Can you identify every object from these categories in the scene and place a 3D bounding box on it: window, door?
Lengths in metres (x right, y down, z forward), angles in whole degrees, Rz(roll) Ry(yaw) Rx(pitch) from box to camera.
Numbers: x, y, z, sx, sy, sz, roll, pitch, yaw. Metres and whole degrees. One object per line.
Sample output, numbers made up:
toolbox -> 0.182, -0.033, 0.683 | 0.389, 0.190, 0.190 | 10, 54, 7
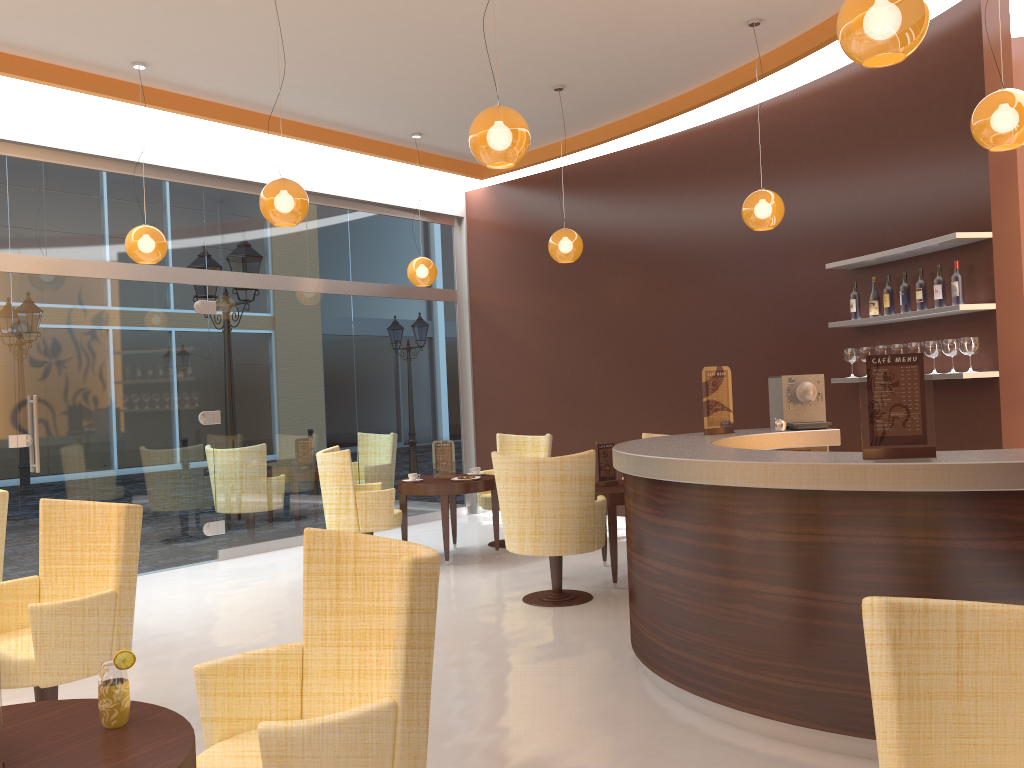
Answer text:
window -> -3.283, -0.127, 7.432 | 0.040, 3.380, 8.200 | -3, -1, 42
door -> -3.261, 0.372, 7.427 | 0.020, 2.499, 1.640 | -3, -1, 42

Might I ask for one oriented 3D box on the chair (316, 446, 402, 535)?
chair -> -1.255, 1.027, 7.359 | 0.685, 1.017, 0.729 | -2, -1, -16

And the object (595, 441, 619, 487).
object -> 0.711, 0.596, 6.647 | 0.209, 0.335, 0.042 | -2, -1, -34

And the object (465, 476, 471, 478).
object -> -0.374, 0.801, 7.635 | 0.054, 0.018, 0.051 | -3, -1, 40

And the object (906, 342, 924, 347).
object -> 2.768, -0.172, 6.072 | 0.125, 0.221, 0.125 | -2, -1, -24

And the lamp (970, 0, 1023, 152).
lamp -> 2.386, -1.905, 4.349 | 0.299, 1.500, 0.299 | -2, -1, -30

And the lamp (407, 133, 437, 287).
lamp -> -0.913, -1.718, 8.760 | 0.299, 1.500, 0.299 | -3, -1, 9

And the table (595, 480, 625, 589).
table -> 0.719, 1.104, 6.651 | 0.872, 0.679, 0.874 | -2, -1, -2

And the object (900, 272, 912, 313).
object -> 2.731, -0.629, 6.153 | 0.073, 0.297, 0.073 | -2, -1, -39

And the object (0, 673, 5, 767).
object -> -0.401, 0.590, 1.191 | 2.090, 0.335, 0.187 | -3, -1, 38

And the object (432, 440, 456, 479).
object -> -0.599, 0.665, 7.798 | 0.209, 0.335, 0.042 | -3, -1, 17

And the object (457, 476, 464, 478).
object -> -0.441, 0.799, 7.592 | 0.055, 0.016, 0.052 | -3, -1, 41

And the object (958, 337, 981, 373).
object -> 2.879, -0.181, 5.577 | 0.125, 0.221, 0.125 | -2, -1, -24

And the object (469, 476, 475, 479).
object -> -0.347, 0.802, 7.597 | 0.052, 0.018, 0.055 | -2, -1, -24

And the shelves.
shelves -> 2.732, -0.494, 4.439 | 0.586, 0.902, 4.744 | -2, -1, -1

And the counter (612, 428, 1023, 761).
counter -> 1.330, 0.844, 4.413 | 1.586, 1.100, 2.917 | -2, -1, -3

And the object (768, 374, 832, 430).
object -> 1.822, 0.114, 5.601 | 0.270, 0.340, 0.373 | -2, -1, -3

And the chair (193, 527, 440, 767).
chair -> -0.531, 0.946, 2.391 | 0.685, 1.017, 0.729 | -2, -1, -31

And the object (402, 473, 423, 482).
object -> -0.854, 0.807, 7.628 | 0.153, 0.069, 0.153 | -3, -1, 42

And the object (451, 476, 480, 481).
object -> -0.395, 0.812, 7.587 | 0.234, 0.020, 0.234 | -3, -1, 13

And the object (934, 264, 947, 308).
object -> 2.812, -0.636, 5.827 | 0.073, 0.297, 0.073 | -3, -1, 39

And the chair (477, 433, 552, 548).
chair -> 0.032, 0.980, 8.308 | 0.729, 1.017, 0.685 | -3, -1, 45

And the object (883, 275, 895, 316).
object -> 2.684, -0.625, 6.313 | 0.073, 0.297, 0.073 | -3, -1, 11

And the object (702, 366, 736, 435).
object -> 1.262, 0.099, 5.436 | 0.258, 0.414, 0.052 | -2, -1, -34

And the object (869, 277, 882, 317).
object -> 2.642, -0.627, 6.450 | 0.086, 0.303, 0.086 | -3, -1, 20

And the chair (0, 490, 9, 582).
chair -> -3.096, 1.081, 4.790 | 0.729, 1.017, 0.685 | -3, -1, 45

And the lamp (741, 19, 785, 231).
lamp -> 1.773, -1.859, 6.367 | 0.299, 1.500, 0.299 | -3, -1, 20

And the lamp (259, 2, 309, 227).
lamp -> -1.430, -1.729, 5.472 | 0.299, 1.500, 0.299 | -2, -1, -38

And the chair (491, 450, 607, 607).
chair -> 0.265, 0.947, 5.973 | 0.729, 1.017, 0.685 | -3, -1, 20

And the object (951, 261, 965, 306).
object -> 2.847, -0.639, 5.666 | 0.073, 0.297, 0.073 | -2, -1, -39

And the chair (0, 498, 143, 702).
chair -> -1.932, 1.020, 3.754 | 0.729, 1.017, 0.685 | -3, -1, 39

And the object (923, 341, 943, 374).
object -> 2.810, -0.175, 5.909 | 0.125, 0.221, 0.125 | -2, -1, -24

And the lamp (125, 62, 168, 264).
lamp -> -2.773, -1.658, 6.668 | 0.299, 1.500, 0.299 | -3, -1, 16

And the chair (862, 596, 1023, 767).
chair -> 0.860, 0.874, 1.266 | 0.729, 1.017, 0.685 | -3, -1, 39

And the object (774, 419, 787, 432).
object -> 1.642, 0.251, 5.423 | 0.075, 0.077, 0.075 | -3, -1, 10

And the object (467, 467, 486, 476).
object -> -0.320, 0.788, 7.975 | 0.153, 0.069, 0.153 | -2, -1, -26

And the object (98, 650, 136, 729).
object -> -0.917, 0.703, 2.048 | 0.067, 0.171, 0.072 | -3, -1, 24

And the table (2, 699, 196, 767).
table -> -1.098, 1.134, 1.814 | 0.872, 0.679, 0.874 | -2, -1, -17

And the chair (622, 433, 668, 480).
chair -> 1.286, 0.915, 7.204 | 0.685, 1.017, 0.729 | -2, -1, -41

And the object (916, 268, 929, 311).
object -> 2.771, -0.632, 5.997 | 0.073, 0.297, 0.073 | -2, -1, -39

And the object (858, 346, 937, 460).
object -> 1.440, 0.070, 3.319 | 0.258, 0.414, 0.052 | -3, -1, 11

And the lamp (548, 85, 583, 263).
lamp -> 0.430, -1.789, 7.563 | 0.299, 1.500, 0.299 | -3, -1, 20

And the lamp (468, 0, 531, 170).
lamp -> -0.087, -1.799, 4.275 | 0.299, 1.500, 0.299 | -3, -1, 20

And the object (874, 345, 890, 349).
object -> 2.673, -0.164, 6.384 | 0.125, 0.221, 0.125 | -2, -1, -24

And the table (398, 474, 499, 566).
table -> -0.545, 1.169, 7.764 | 0.872, 0.679, 0.874 | -2, -1, -2

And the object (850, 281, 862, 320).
object -> 2.563, -0.617, 6.616 | 0.073, 0.297, 0.073 | -2, -1, -39

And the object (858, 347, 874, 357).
object -> 2.619, -0.160, 6.538 | 0.125, 0.221, 0.125 | -2, -1, -24

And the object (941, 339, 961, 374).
object -> 2.853, -0.178, 5.744 | 0.125, 0.221, 0.125 | -2, -1, -24

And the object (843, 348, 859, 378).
object -> 2.562, -0.157, 6.686 | 0.125, 0.221, 0.125 | -2, -1, -24

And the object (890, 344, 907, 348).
object -> 2.720, -0.168, 6.228 | 0.125, 0.221, 0.125 | -2, -1, -24

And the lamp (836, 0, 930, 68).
lamp -> 1.256, -1.869, 3.079 | 0.299, 1.500, 0.299 | -2, -1, -30
